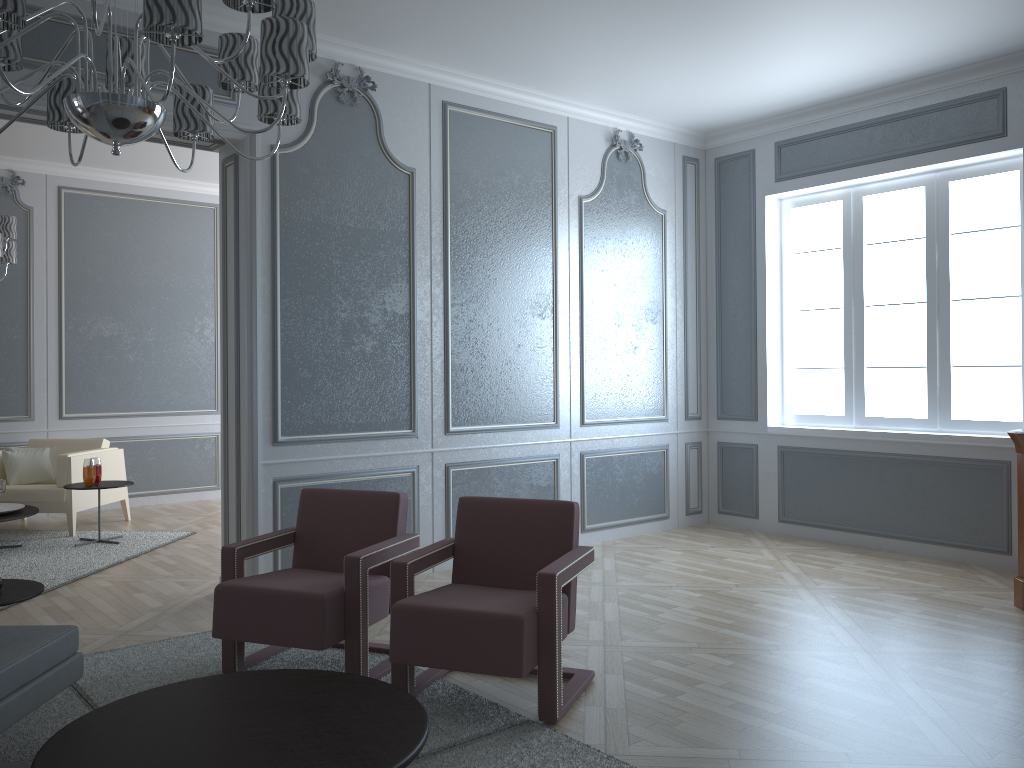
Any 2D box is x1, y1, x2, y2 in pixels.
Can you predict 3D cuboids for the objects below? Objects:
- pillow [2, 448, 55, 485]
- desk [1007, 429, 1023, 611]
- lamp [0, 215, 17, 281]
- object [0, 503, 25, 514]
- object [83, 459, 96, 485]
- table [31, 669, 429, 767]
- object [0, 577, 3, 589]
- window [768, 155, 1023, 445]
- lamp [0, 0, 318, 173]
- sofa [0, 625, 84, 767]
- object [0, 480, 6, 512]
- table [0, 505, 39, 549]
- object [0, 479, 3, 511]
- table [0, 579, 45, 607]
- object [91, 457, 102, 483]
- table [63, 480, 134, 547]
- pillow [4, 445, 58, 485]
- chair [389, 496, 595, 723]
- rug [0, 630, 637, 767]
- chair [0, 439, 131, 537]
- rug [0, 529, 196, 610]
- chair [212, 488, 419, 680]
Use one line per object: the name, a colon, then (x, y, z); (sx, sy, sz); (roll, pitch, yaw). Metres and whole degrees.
pillow: (-3.437, 0.587, 6.306); (0.163, 0.245, 0.312); (0, 0, 45)
desk: (3.116, 0.611, 3.542); (0.774, 0.800, 1.875); (-1, 0, -40)
lamp: (-3.506, -1.142, 5.273); (0.976, 1.120, 0.976); (0, 0, 39)
object: (-3.276, 0.785, 5.479); (0.468, 0.028, 0.468); (-1, 1, -27)
object: (-2.711, 0.564, 5.687); (0.075, 0.165, 0.075); (-1, 0, 40)
table: (-0.638, 0.938, 2.096); (0.882, 0.239, 0.882); (-1, 1, -22)
object: (-1.761, 0.554, 2.689); (0.206, 0.221, 0.425); (0, 0, 21)
window: (2.346, -0.468, 5.430); (0.349, 1.581, 1.600); (0, 0, -39)
lamp: (-0.992, -1.126, 2.201); (0.976, 1.120, 0.976); (0, 0, 39)
sofa: (-1.646, 0.730, 1.449); (0.810, 0.668, 2.204); (0, 1, 1)
object: (-3.187, 0.697, 5.504); (0.080, 0.196, 0.080); (-1, 0, 34)
table: (-3.404, 0.920, 5.446); (0.882, 0.239, 0.882); (-1, 1, -42)
object: (-3.241, 0.696, 5.568); (0.080, 0.196, 0.080); (-1, 0, 34)
table: (-1.710, 0.856, 2.803); (0.414, 0.385, 0.414); (0, 0, 38)
object: (-2.713, 0.563, 5.774); (0.075, 0.165, 0.075); (0, 0, 10)
table: (-2.658, 0.838, 5.712); (0.414, 0.385, 0.414); (0, 0, 8)
pillow: (-3.454, 0.587, 6.393); (0.351, 0.276, 0.184); (-1, 0, -34)
chair: (-0.072, 0.724, 2.960); (0.576, 0.620, 0.606); (0, 0, 21)
rug: (-0.717, 1.053, 2.086); (2.018, 0.010, 3.204); (-1, 1, -39)
chair: (-3.319, 0.718, 6.318); (0.855, 0.621, 0.737); (0, 0, 6)
rug: (-3.259, 1.036, 5.178); (2.000, 0.010, 2.000); (0, 1, 6)
chair: (-0.717, 0.726, 3.237); (0.576, 0.620, 0.606); (0, 0, 21)
